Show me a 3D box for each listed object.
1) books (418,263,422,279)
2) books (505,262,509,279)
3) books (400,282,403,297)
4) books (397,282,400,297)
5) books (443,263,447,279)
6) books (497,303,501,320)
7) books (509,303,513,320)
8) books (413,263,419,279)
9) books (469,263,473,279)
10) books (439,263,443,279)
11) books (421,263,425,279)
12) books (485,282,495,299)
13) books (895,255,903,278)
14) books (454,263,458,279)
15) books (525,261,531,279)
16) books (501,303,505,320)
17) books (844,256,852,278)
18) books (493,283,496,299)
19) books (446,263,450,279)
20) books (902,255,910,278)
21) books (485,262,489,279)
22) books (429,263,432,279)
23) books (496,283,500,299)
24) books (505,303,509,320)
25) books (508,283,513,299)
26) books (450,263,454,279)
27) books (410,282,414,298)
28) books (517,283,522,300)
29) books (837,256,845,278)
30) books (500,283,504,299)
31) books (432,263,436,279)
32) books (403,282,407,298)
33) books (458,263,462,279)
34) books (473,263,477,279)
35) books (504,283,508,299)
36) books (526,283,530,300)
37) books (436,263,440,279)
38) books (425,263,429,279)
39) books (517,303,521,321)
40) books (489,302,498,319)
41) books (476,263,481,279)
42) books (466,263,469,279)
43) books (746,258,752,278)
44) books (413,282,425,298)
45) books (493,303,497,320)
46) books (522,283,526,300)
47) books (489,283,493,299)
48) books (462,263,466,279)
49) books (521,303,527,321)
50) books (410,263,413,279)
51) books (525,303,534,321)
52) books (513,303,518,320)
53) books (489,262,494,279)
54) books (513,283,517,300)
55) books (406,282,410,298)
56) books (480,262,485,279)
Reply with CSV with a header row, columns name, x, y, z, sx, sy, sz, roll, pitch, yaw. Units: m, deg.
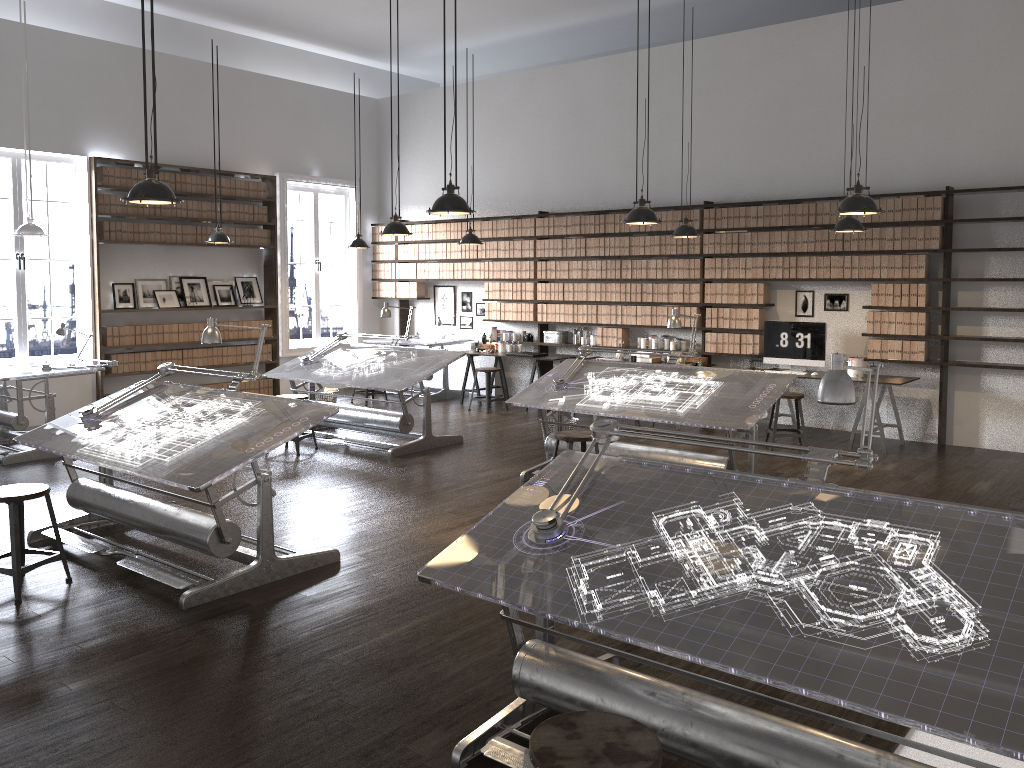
name,x,y,z,sx,sy,sz,roll,pitch,yaw
books,-1.276,-1.622,12.756,0.067,0.225,0.175,3,6,39
books,-0.010,-1.508,11.732,0.067,0.225,0.175,3,6,39
books,-1.556,-1.380,12.999,0.067,0.225,0.175,3,6,39
books,-1.613,-1.385,13.044,0.067,0.225,0.175,3,6,39
books,-0.887,-1.585,12.443,0.067,0.225,0.175,3,6,39
books,-0.126,-0.975,11.860,0.067,0.225,0.175,3,6,39
books,0.038,-0.959,11.730,0.067,0.225,0.175,3,6,39
books,-1.348,-1.635,12.809,0.067,0.225,0.175,3,6,39
books,-0.505,-1.548,12.129,0.067,0.225,0.175,3,6,39
books,-0.939,-1.589,12.479,0.067,0.225,0.175,3,6,39
books,-1.214,-1.616,12.703,0.067,0.225,0.175,3,6,39
books,-0.289,-1.259,11.974,0.067,0.225,0.175,3,6,39
books,3.799,-1.145,8.652,0.067,0.225,0.175,3,6,39
books,-0.719,-1.569,12.310,0.067,0.225,0.175,3,6,39
books,0.253,-1.483,11.519,0.067,0.225,0.175,3,6,39
books,-0.069,-0.970,11.819,0.067,0.225,0.175,3,6,39
books,3.423,-1.180,8.956,0.067,0.225,0.175,3,6,39
books,-0.181,-1.249,11.891,0.067,0.225,0.175,3,6,39
books,-0.835,-1.580,12.404,0.067,0.225,0.175,3,6,39
books,3.856,-1.140,8.614,0.067,0.225,0.175,3,6,39
books,-0.287,-1.534,11.952,0.067,0.225,0.175,3,6,39
books,-1.101,-1.606,12.620,0.067,0.225,0.175,3,6,39
books,-0.132,-1.244,11.846,0.067,0.225,0.175,3,6,39
books,-0.014,-0.965,11.777,0.067,0.225,0.175,3,6,39
books,0.031,-1.229,11.716,0.067,0.225,0.175,3,6,39
books,-0.781,-1.575,12.353,0.067,0.225,0.175,3,6,39
books,-1.398,-1.366,12.877,0.067,0.225,0.175,3,6,39
books,0.144,-1.218,11.624,0.067,0.225,0.175,3,6,39
books,3.367,-1.186,9.001,0.067,0.225,0.175,3,6,39
books,-0.076,-1.240,11.808,0.067,0.225,0.175,3,6,39
books,-1.050,-1.600,12.573,0.067,0.225,0.175,3,6,39
books,-1.506,-1.375,12.961,0.067,0.225,0.175,3,6,39
books,-0.667,-1.564,12.262,0.067,0.225,0.175,3,6,39
books,-0.450,-1.544,12.091,0.067,0.225,0.175,3,6,39
books,-0.021,-1.234,11.764,0.067,0.225,0.175,3,6,39
books,0.263,-1.207,11.532,0.067,0.225,0.175,3,6,39
books,-0.995,-1.595,12.525,0.067,0.225,0.175,3,6,39
books,-1.157,-1.611,12.662,0.067,0.225,0.175,3,6,39
books,0.148,-0.948,11.636,0.067,0.225,0.175,3,6,39
books,-0.229,-0.985,11.948,0.067,0.225,0.175,3,6,39
books,-0.402,-1.539,12.050,0.067,0.225,0.175,3,6,39
books,-0.554,-1.554,12.176,0.067,0.225,0.175,3,6,39
books,2.611,-1.258,9.616,0.067,0.225,0.175,3,6,39
books,-1.345,-1.360,12.832,0.067,0.225,0.175,3,6,39
books,-0.181,-0.980,11.907,0.067,0.225,0.175,3,6,39
books,0.205,-1.213,11.581,0.067,0.225,0.175,3,6,39
books,-0.231,-1.254,11.930,0.067,0.225,0.175,3,6,39
books,-0.609,-1.559,12.221,0.067,0.225,0.175,3,6,39
books,0.200,-0.944,11.600,0.067,0.225,0.175,3,6,39
books,-1.394,-1.640,12.852,0.067,0.225,0.175,3,6,39
books,0.253,-0.939,11.561,0.067,0.225,0.175,3,6,39
books,0.092,-0.953,11.682,0.067,0.225,0.175,3,6,39
books,-0.229,-1.529,11.910,0.067,0.225,0.175,3,6,39
books,0.089,-1.224,11.675,0.067,0.225,0.175,3,6,39
books,-1.457,-1.370,12.916,0.067,0.225,0.175,3,6,39
books,-0.347,-1.533,12.003,0.067,0.225,0.175,3,6,39
